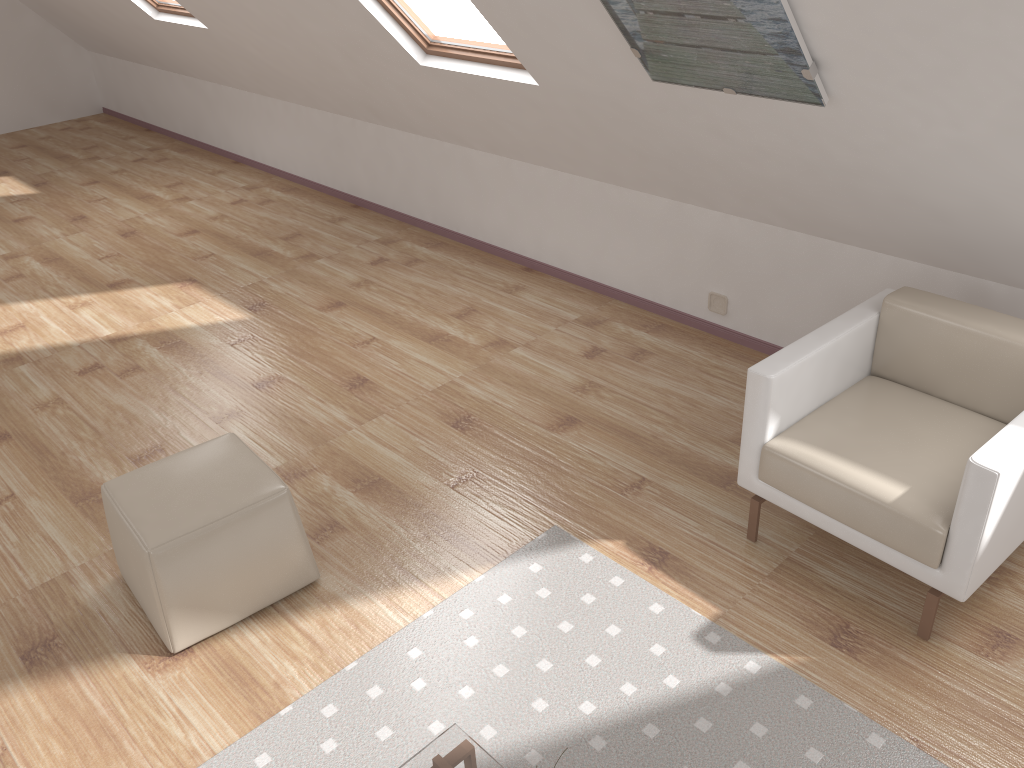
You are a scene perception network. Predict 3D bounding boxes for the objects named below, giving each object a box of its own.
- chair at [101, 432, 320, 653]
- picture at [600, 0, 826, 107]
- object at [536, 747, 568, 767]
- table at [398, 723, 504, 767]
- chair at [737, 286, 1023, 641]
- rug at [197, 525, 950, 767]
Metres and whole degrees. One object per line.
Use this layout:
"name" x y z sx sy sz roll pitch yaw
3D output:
"chair" -0.976 0.467 2.831 0.506 0.394 0.506 -24 36 -31
"picture" 0.441 -1.119 2.462 0.683 0.738 0.650 -28 38 -35
"object" 0.057 0.855 1.728 0.123 0.359 0.184 -4 31 0
"table" -0.307 1.252 1.638 1.173 0.190 0.730 -28 38 -35
"chair" 1.258 0.187 2.768 0.820 0.706 0.748 -26 37 -33
"rug" -0.319 1.294 1.750 2.800 0.007 1.600 -28 38 -35
